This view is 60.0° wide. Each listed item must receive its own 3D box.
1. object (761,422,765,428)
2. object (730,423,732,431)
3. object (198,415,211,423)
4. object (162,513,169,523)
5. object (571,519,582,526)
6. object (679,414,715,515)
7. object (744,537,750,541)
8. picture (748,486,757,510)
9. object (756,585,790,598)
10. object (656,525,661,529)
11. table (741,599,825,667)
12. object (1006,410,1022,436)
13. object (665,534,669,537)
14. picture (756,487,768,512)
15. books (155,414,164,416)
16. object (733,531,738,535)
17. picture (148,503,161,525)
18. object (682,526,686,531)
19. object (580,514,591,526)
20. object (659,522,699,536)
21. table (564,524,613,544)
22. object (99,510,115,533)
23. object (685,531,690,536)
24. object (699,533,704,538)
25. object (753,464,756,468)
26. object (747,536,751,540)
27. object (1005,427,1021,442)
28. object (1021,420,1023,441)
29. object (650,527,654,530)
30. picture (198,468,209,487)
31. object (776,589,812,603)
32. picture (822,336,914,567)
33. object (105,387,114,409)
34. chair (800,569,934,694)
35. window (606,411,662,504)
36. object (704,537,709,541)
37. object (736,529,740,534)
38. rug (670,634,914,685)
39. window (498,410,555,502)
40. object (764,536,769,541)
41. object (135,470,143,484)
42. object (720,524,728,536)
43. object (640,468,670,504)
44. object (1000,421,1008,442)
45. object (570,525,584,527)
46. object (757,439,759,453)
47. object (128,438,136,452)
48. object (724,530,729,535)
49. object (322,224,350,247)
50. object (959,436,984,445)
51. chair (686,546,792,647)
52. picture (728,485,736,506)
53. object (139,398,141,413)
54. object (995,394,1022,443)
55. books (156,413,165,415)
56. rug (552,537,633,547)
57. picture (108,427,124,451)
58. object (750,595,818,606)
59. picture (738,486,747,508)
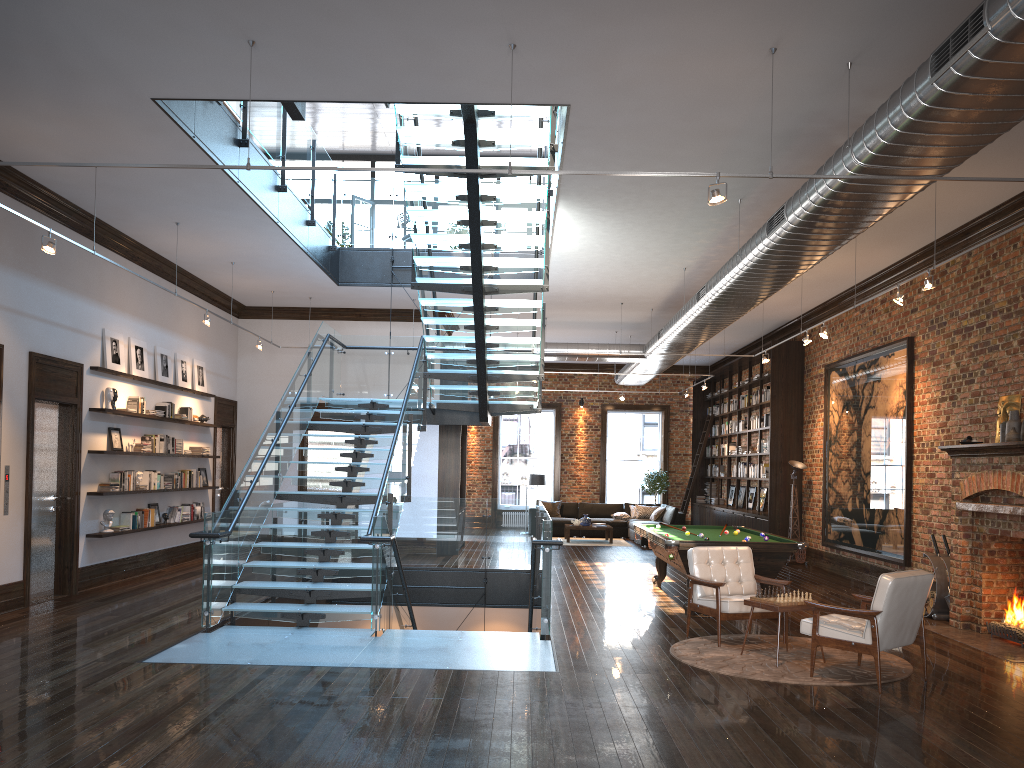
[{"bbox_3d":[5.161,0.844,18.100,0.096,0.136,0.236,2,-4,-15],"label":"object"},{"bbox_3d":[5.087,1.024,20.567,0.075,0.254,0.087,1,-1,-9],"label":"object"},{"bbox_3d":[-4.909,0.550,14.004,0.282,0.135,0.124,4,-4,-32],"label":"object"},{"bbox_3d":[-5.008,1.940,12.824,0.106,0.151,0.082,1,-2,-1],"label":"object"},{"bbox_3d":[1.435,3.046,19.501,0.219,0.159,0.218,-2,-5,43],"label":"object"},{"bbox_3d":[4.584,2.288,22.350,0.897,3.070,0.496,1,-1,1],"label":"object"},{"bbox_3d":[2.646,1.755,9.985,0.057,0.057,0.057,1,-3,6],"label":"object"},{"bbox_3d":[5.228,2.490,19.372,0.112,0.497,0.509,1,-3,1],"label":"picture"},{"bbox_3d":[2.234,1.770,7.582,0.334,0.100,0.076,3,-3,-24],"label":"object"},{"bbox_3d":[1.996,1.946,12.082,0.057,0.057,0.057,1,-3,2],"label":"object"},{"bbox_3d":[2.276,2.077,7.453,0.517,0.493,0.464,3,-3,-24],"label":"table"},{"bbox_3d":[5.001,0.437,8.831,0.145,0.349,0.145,0,-2,37],"label":"object"},{"bbox_3d":[1.799,1.769,10.297,0.057,0.057,0.057,4,-4,-42],"label":"object"},{"bbox_3d":[5.218,2.405,18.499,0.112,0.497,0.509,1,-3,1],"label":"picture"},{"bbox_3d":[-4.976,0.429,12.351,0.142,0.011,0.256,1,-6,2],"label":"books"},{"bbox_3d":[2.796,1.864,11.079,0.057,0.057,0.057,1,-3,1],"label":"object"},{"bbox_3d":[-5.039,1.833,12.505,0.077,0.299,0.301,1,-3,1],"label":"picture"},{"bbox_3d":[2.292,1.925,11.807,0.057,0.057,0.057,4,-4,-41],"label":"object"},{"bbox_3d":[1.635,3.020,19.664,0.215,0.250,0.215,-1,-3,34],"label":"object"},{"bbox_3d":[2.169,1.894,11.596,0.028,0.072,1.612,1,-6,-7],"label":"object"},{"bbox_3d":[1.694,3.326,19.730,1.000,0.344,1.005,1,-5,1],"label":"table"},{"bbox_3d":[-5.024,1.697,10.996,0.165,0.281,0.171,2,-2,-31],"label":"object"},{"bbox_3d":[2.139,1.825,10.808,0.057,0.057,0.057,-1,-4,38],"label":"object"},{"bbox_3d":[2.245,1.798,10.512,0.057,0.057,0.057,3,-4,-29],"label":"object"},{"bbox_3d":[5.186,1.849,18.804,0.166,0.282,0.015,1,-1,1],"label":"object"},{"bbox_3d":[2.735,1.782,10.245,0.057,0.057,0.057,-1,-4,40],"label":"object"},{"bbox_3d":[4.875,0.505,8.629,0.136,0.169,0.136,-1,-4,43],"label":"object"},{"bbox_3d":[5.028,0.473,8.648,0.120,0.242,0.121,1,-2,20],"label":"object"},{"bbox_3d":[1.818,1.887,11.516,0.057,0.057,0.057,1,-3,-1],"label":"object"},{"bbox_3d":[-5.008,1.514,14.393,0.077,0.299,0.301,1,-3,1],"label":"picture"},{"bbox_3d":[2.340,1.749,7.346,0.334,0.100,0.076,3,-3,-24],"label":"object"},{"bbox_3d":[5.191,1.034,13.142,0.080,2.994,3.212,1,-3,1],"label":"picture"},{"bbox_3d":[-4.997,0.185,10.993,0.098,0.287,0.098,0,-2,43],"label":"object"},{"bbox_3d":[2.724,1.841,6.817,0.770,0.864,0.742,3,-4,-39],"label":"chair"},{"bbox_3d":[3.248,2.094,23.823,1.520,2.747,0.155,1,-1,1],"label":"window"},{"bbox_3d":[2.174,1.737,9.897,0.057,0.057,0.057,1,-3,5],"label":"object"},{"bbox_3d":[2.904,1.898,11.401,0.057,0.057,0.057,4,-4,-44],"label":"object"},{"bbox_3d":[2.346,2.327,7.568,1.969,0.015,1.979,1,-6,2],"label":"rug"},{"bbox_3d":[0.387,2.040,23.856,1.520,2.747,0.155,1,-1,1],"label":"window"},{"bbox_3d":[2.931,1.784,10.226,0.057,0.057,0.057,0,-3,23],"label":"object"},{"bbox_3d":[-4.993,1.248,11.846,0.147,0.187,0.128,0,-2,16],"label":"object"},{"bbox_3d":[2.764,1.905,11.589,0.028,0.072,1.612,1,-5,16],"label":"object"},{"bbox_3d":[3.712,3.115,23.147,0.812,1.860,0.802,1,-1,9],"label":"object"},{"bbox_3d":[5.008,0.501,8.976,0.118,0.249,0.118,3,-2,-41],"label":"object"},{"bbox_3d":[1.424,3.115,19.489,0.267,0.018,0.202,-1,-6,24],"label":"object"},{"bbox_3d":[5.032,1.269,18.078,0.069,0.288,0.117,1,-1,-6],"label":"object"},{"bbox_3d":[-5.007,0.804,11.690,0.059,0.187,0.122,0,-2,36],"label":"object"},{"bbox_3d":[2.694,1.868,11.138,0.057,0.057,0.057,3,-4,-34],"label":"object"},{"bbox_3d":[-3.791,-2.609,18.988,0.813,1.860,0.801,2,-2,-41],"label":"object"},{"bbox_3d":[4.756,0.589,9.187,0.237,0.105,0.237,0,-5,11],"label":"object"},{"bbox_3d":[2.100,1.968,8.250,0.769,0.864,0.743,2,-3,-19],"label":"chair"},{"bbox_3d":[5.249,2.668,21.196,0.112,0.497,0.509,1,-3,1],"label":"picture"},{"bbox_3d":[-4.972,0.287,11.682,0.154,0.206,0.010,1,-1,1],"label":"object"},{"bbox_3d":[5.128,0.386,9.228,0.125,0.535,0.410,1,-2,1],"label":"object"},{"bbox_3d":[-4.971,0.418,12.351,0.141,0.011,0.288,1,-6,3],"label":"books"},{"bbox_3d":[1.543,3.484,19.603,2.021,0.003,2.123,1,-6,1],"label":"rug"},{"bbox_3d":[-5.033,0.705,11.272,0.077,0.299,0.301,1,-3,1],"label":"picture"},{"bbox_3d":[2.286,1.821,7.463,0.388,0.028,0.389,4,-6,-24],"label":"object"},{"bbox_3d":[5.238,2.572,20.215,0.112,0.497,0.509,1,-3,1],"label":"picture"}]
